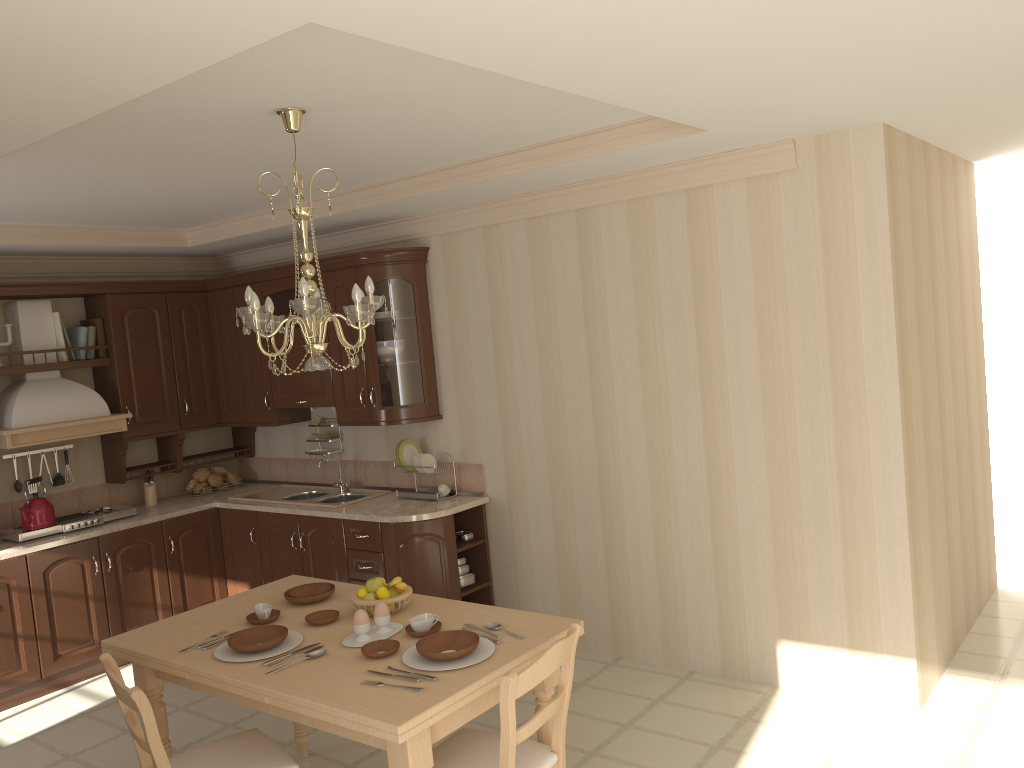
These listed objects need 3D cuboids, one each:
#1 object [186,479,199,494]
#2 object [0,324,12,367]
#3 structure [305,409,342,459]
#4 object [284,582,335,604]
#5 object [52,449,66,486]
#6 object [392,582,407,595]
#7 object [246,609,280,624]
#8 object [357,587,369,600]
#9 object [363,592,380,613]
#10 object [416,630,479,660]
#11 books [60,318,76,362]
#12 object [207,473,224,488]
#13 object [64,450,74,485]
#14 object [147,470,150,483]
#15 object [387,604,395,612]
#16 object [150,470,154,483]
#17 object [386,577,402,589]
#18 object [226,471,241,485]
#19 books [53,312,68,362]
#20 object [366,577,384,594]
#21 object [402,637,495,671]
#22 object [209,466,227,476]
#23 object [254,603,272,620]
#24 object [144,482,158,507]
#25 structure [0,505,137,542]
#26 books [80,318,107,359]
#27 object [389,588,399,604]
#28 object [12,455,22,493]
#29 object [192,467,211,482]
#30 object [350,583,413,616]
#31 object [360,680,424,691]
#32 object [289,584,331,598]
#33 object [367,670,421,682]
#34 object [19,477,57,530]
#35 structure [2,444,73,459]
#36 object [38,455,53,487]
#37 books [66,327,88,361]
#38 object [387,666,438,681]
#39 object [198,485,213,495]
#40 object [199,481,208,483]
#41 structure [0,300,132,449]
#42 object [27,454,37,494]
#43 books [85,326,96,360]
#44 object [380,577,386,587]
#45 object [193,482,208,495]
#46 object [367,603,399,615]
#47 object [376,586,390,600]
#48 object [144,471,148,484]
[{"bbox_3d":[-2.219,0.708,6.167,0.092,0.109,0.123,-5,4,5],"label":"object"},{"bbox_3d":[-3.018,-0.218,5.162,0.174,0.248,0.163,-5,4,0],"label":"object"},{"bbox_3d":[-1.267,0.321,5.903,0.256,0.361,0.131,-2,5,38],"label":"structure"},{"bbox_3d":[-0.816,0.853,3.586,0.204,0.042,0.204,-6,4,-13],"label":"object"},{"bbox_3d":[-2.857,0.523,5.564,0.028,0.236,0.088,-2,5,38],"label":"object"},{"bbox_3d":[-0.430,0.783,3.353,0.064,0.094,0.176,-6,4,-15],"label":"object"},{"bbox_3d":[-0.941,0.887,3.359,0.126,0.026,0.127,-7,4,-25],"label":"object"},{"bbox_3d":[-0.562,0.794,3.353,0.045,0.047,0.055,-7,4,-20],"label":"object"},{"bbox_3d":[-0.523,0.816,3.311,0.072,0.076,0.074,-4,4,13],"label":"object"},{"bbox_3d":[-0.204,0.843,2.837,0.204,0.042,0.204,-5,4,8],"label":"object"},{"bbox_3d":[-2.806,-0.272,5.517,0.194,0.271,0.068,-2,5,38],"label":"books"},{"bbox_3d":[-2.076,0.672,6.203,0.110,0.102,0.115,-7,4,-23],"label":"object"},{"bbox_3d":[-2.809,0.527,5.605,0.049,0.219,0.049,-4,4,15],"label":"object"},{"bbox_3d":[-2.440,0.672,5.947,0.027,0.191,0.052,-6,4,-6],"label":"object"},{"bbox_3d":[-0.464,0.827,3.299,0.055,0.046,0.046,-6,4,-19],"label":"object"},{"bbox_3d":[-2.408,0.675,5.937,0.027,0.198,0.053,-4,4,22],"label":"object"},{"bbox_3d":[-0.450,0.766,3.361,0.066,0.085,0.184,-6,4,-14],"label":"object"},{"bbox_3d":[-1.987,0.669,6.317,0.097,0.106,0.117,-6,4,-6],"label":"object"},{"bbox_3d":[-2.826,-0.286,5.481,0.194,0.305,0.042,-2,5,38],"label":"books"},{"bbox_3d":[-0.518,0.763,3.351,0.068,0.061,0.069,-8,5,-35],"label":"object"},{"bbox_3d":[-0.202,0.861,2.839,0.299,0.009,0.299,-4,4,17],"label":"object"},{"bbox_3d":[-2.089,0.618,6.294,0.125,0.078,0.112,-3,4,32],"label":"object"},{"bbox_3d":[-0.938,0.870,3.352,0.063,0.055,0.119,-7,4,-23],"label":"object"},{"bbox_3d":[-2.417,0.733,5.933,0.078,0.148,0.151,-6,4,-14],"label":"object"},{"bbox_3d":[-2.643,0.829,5.338,0.325,0.054,0.710,-2,5,38],"label":"structure"},{"bbox_3d":[-2.671,-0.286,5.671,0.205,0.254,0.052,-2,5,38],"label":"books"},{"bbox_3d":[-0.466,0.808,3.358,0.076,0.065,0.077,-4,4,14],"label":"object"},{"bbox_3d":[-2.996,0.545,5.362,0.015,0.231,0.048,-2,5,39],"label":"object"},{"bbox_3d":[-2.161,0.631,6.173,0.100,0.105,0.118,-3,4,33],"label":"object"},{"bbox_3d":[-0.492,0.822,3.357,0.235,0.068,0.235,-5,4,-5],"label":"object"},{"bbox_3d":[-0.354,0.892,2.622,0.218,0.004,0.028,-3,4,28],"label":"object"},{"bbox_3d":[-0.815,0.849,3.585,0.168,0.034,0.168,-8,5,-41],"label":"object"},{"bbox_3d":[-0.362,0.886,2.697,0.212,0.008,0.018,-3,4,32],"label":"object"},{"bbox_3d":[-2.751,0.687,5.131,0.181,0.282,0.227,-7,4,-29],"label":"object"},{"bbox_3d":[-2.923,0.417,5.477,0.008,0.020,0.422,-2,5,38],"label":"structure"},{"bbox_3d":[-2.899,0.534,5.489,0.005,0.195,0.089,-2,5,38],"label":"object"},{"bbox_3d":[-2.745,-0.251,5.584,0.205,0.209,0.086,-2,5,38],"label":"books"},{"bbox_3d":[-0.308,0.881,2.705,0.218,0.008,0.022,-2,5,40],"label":"object"},{"bbox_3d":[-2.145,0.738,6.182,0.119,0.058,0.114,-5,4,3],"label":"object"},{"bbox_3d":[-2.164,0.668,6.254,0.110,0.092,0.113,-5,4,0],"label":"object"},{"bbox_3d":[-2.796,-0.086,5.331,0.455,0.845,0.753,-2,5,38],"label":"structure"},{"bbox_3d":[-2.946,0.549,5.430,0.003,0.245,0.051,-2,5,38],"label":"object"},{"bbox_3d":[-2.707,-0.256,5.619,0.205,0.209,0.080,-2,5,38],"label":"books"},{"bbox_3d":[-0.511,0.766,3.404,0.054,0.046,0.047,-6,4,-10],"label":"object"},{"bbox_3d":[-2.154,0.723,6.135,0.104,0.092,0.114,-6,4,-5],"label":"object"},{"bbox_3d":[-0.489,0.853,3.359,0.128,0.011,0.128,-6,4,-11],"label":"object"},{"bbox_3d":[-0.479,0.781,3.302,0.051,0.053,0.045,-3,4,26],"label":"object"},{"bbox_3d":[-2.438,0.684,5.917,0.027,0.198,0.053,-4,4,22],"label":"object"}]
